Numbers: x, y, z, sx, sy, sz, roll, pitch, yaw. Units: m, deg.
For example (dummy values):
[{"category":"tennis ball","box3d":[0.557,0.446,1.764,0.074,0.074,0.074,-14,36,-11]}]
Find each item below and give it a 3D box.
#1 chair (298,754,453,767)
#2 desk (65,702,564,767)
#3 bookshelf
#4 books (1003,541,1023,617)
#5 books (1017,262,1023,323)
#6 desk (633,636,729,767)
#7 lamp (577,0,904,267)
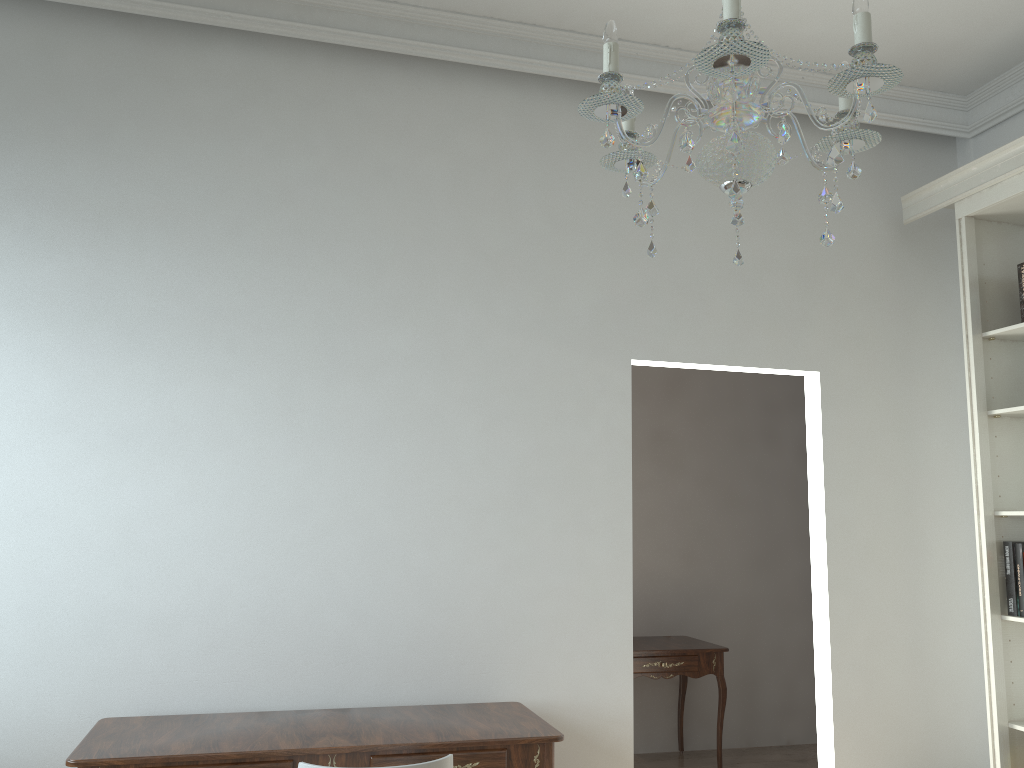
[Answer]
[{"category":"chair","box3d":[-0.394,1.351,2.411,0.478,0.715,0.514,3,-9,-15]},{"category":"desk","box3d":[-0.599,1.433,2.803,1.443,0.668,0.555,3,-9,-15]},{"category":"bookshelf","box3d":[2.203,0.409,3.215,0.399,2.523,0.972,3,-9,-15]},{"category":"books","box3d":[2.130,0.749,3.352,0.205,0.291,0.465,3,-9,-15]},{"category":"books","box3d":[2.275,-0.408,3.366,0.201,0.301,0.691,3,-9,-14]},{"category":"desk","box3d":[0.725,1.778,4.906,0.800,0.668,0.555,3,-9,-15]},{"category":"lamp","box3d":[0.454,-1.539,1.909,0.648,2.542,0.577,-8,-12,44]}]
